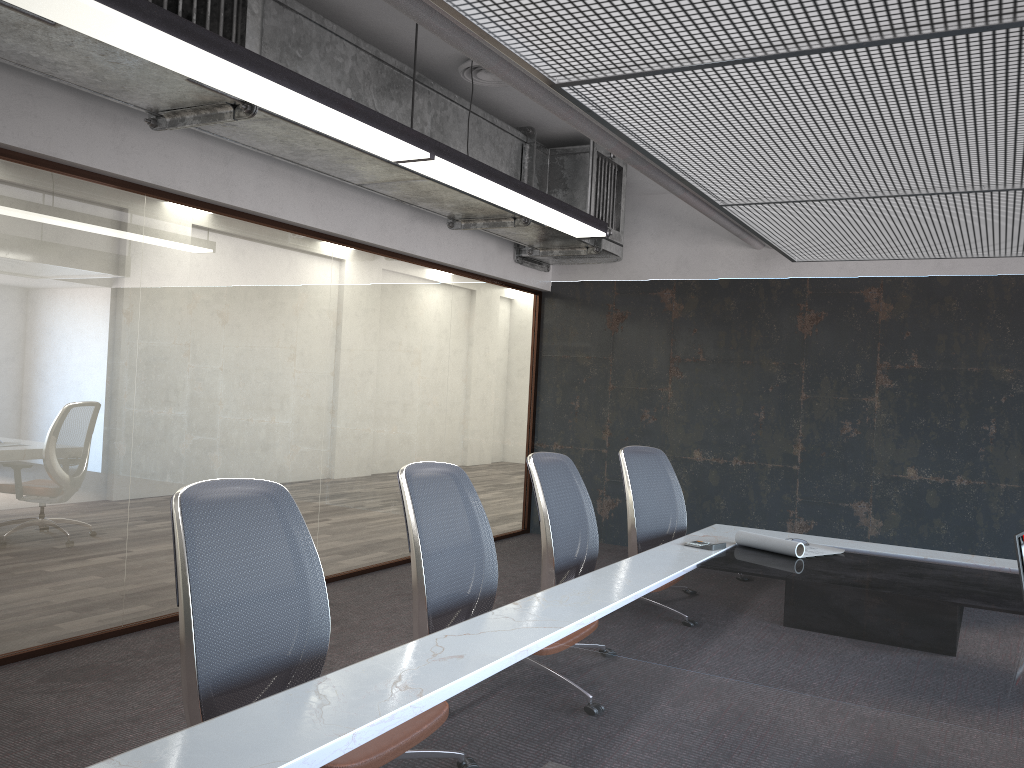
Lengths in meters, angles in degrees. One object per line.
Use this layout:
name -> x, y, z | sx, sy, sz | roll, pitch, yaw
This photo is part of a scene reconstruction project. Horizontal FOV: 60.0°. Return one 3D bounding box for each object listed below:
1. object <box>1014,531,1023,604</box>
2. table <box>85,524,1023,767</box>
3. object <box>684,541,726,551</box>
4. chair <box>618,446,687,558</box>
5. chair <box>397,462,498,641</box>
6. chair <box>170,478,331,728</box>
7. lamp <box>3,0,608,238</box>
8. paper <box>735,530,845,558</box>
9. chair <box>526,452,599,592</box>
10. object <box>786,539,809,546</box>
object -> 1.972, 0.676, 3.129 | 0.308, 0.277, 0.366 | 3, 0, 39
table -> 0.623, 1.115, 2.096 | 1.898, 0.745, 5.498 | 3, 0, 29
object -> 0.908, 0.753, 4.174 | 0.161, 0.026, 0.126 | 3, 0, 43
chair -> 0.937, 0.939, 4.690 | 0.828, 1.166, 0.789 | 3, 0, 8
chair -> -0.021, 0.882, 3.057 | 0.828, 1.166, 0.789 | 3, 0, -7
chair -> -0.479, 0.854, 2.228 | 0.828, 1.166, 0.789 | 3, 0, -7
lamp -> 0.787, -1.405, 2.188 | 4.126, 0.908, 6.097 | 3, 0, 29
paper -> 1.332, 0.757, 4.255 | 0.379, 0.069, 0.348 | 3, 0, -36
chair -> 0.436, 0.909, 3.887 | 0.828, 1.166, 0.789 | 3, 0, -7
object -> 1.362, 0.774, 4.339 | 0.200, 0.036, 0.049 | 3, 0, -24
